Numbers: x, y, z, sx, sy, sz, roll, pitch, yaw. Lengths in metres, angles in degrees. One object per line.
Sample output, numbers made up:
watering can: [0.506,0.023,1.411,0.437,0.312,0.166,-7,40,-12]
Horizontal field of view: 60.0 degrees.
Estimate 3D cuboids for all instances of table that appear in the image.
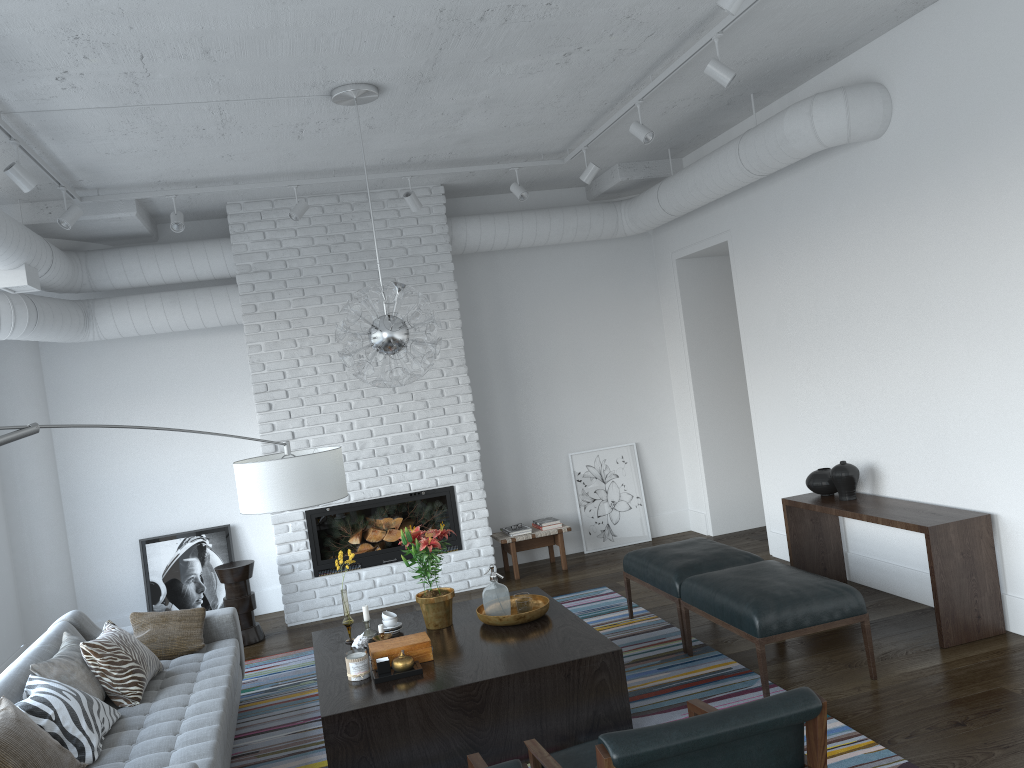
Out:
table: [0.177,1.391,7.406,0.605,0.345,0.405,-8,1,-14]
table: [-1.967,1.581,6.411,0.282,0.558,0.281,-9,1,-35]
table: [2.136,1.008,5.142,0.375,0.617,1.362,-8,1,-14]
table: [-0.283,1.459,4.392,1.306,0.394,1.362,-8,1,-14]

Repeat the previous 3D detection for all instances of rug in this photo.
rug: [-0.158,1.646,4.382,2.735,0.012,3.760,-8,1,-14]

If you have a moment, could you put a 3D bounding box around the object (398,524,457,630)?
object: [-0.430,0.997,4.617,0.275,0.558,0.284,-7,1,38]

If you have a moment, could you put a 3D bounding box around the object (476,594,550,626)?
object: [0.008,1.181,4.608,0.383,0.068,0.383,-7,1,28]

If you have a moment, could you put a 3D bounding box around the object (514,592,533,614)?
object: [0.061,1.159,4.640,0.085,0.089,0.195,-8,1,-5]

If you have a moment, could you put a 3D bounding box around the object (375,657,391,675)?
object: [-0.576,1.261,3.970,0.058,0.055,0.058,-8,1,-14]

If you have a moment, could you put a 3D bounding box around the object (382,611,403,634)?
object: [-0.639,1.248,4.653,0.121,0.113,0.124,-8,1,5]

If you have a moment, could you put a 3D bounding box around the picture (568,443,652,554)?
picture: [0.873,1.009,7.890,0.637,0.884,0.093,-8,1,-14]

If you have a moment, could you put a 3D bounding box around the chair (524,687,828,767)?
chair: [0.476,1.235,2.811,0.678,0.698,0.983,-8,1,-14]

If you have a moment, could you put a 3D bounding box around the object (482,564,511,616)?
object: [-0.087,1.082,4.622,0.143,0.288,0.143,-9,1,-43]

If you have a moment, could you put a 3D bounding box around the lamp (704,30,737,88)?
lamp: [0.996,-1.569,4.277,0.154,0.285,0.100,-8,1,9]

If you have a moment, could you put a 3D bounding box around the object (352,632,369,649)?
object: [-0.768,1.293,4.478,0.069,0.078,0.124,-8,1,-32]

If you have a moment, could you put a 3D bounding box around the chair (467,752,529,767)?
chair: [-0.332,1.350,2.603,0.678,0.698,0.983,-8,1,-14]

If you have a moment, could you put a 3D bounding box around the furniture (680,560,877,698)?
furniture: [1.308,1.204,4.504,0.583,0.476,0.827,-8,1,-14]

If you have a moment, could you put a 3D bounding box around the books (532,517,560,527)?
books: [0.289,1.158,7.461,0.173,0.025,0.238,-8,1,-16]

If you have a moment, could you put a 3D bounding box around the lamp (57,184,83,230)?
lamp: [-2.678,-1.074,5.356,0.087,0.285,0.154,-7,1,35]

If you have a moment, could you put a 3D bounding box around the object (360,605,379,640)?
object: [-0.757,1.236,4.628,0.098,0.174,0.098,-8,1,-20]

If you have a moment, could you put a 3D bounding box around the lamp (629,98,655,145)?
lamp: [0.756,-1.550,5.232,0.094,0.285,0.154,-9,1,-41]

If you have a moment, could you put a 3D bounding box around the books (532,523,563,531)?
books: [0.296,1.186,7.454,0.185,0.032,0.267,-8,1,-16]

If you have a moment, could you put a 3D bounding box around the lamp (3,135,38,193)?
lamp: [-2.444,-1.092,4.396,0.087,0.285,0.154,-7,1,30]

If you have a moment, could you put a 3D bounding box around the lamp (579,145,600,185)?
lamp: [0.529,-1.532,6.163,0.154,0.285,0.104,-8,1,26]

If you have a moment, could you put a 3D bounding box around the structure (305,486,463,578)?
structure: [-1.045,1.172,7.165,1.168,0.578,0.675,-8,1,-14]

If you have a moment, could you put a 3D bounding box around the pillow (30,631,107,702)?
pillow: [-2.031,1.370,4.174,0.254,0.318,0.663,-8,1,-14]

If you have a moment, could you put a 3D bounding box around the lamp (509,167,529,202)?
lamp: [0.043,-1.469,6.472,0.093,0.285,0.154,-9,1,-36]

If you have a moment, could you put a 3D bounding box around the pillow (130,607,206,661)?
pillow: [-1.904,1.375,4.871,0.427,0.261,0.236,-8,1,-13]

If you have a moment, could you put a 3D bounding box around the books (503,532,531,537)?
books: [0.042,1.234,7.375,0.172,0.011,0.273,-8,1,-15]

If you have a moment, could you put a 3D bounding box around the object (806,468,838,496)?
object: [1.997,0.623,5.645,0.245,0.168,0.245,-8,1,-23]

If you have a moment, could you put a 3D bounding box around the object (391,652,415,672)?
object: [-0.490,1.238,3.972,0.103,0.077,0.103,-9,1,-42]

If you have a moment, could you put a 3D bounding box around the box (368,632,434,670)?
box: [-0.520,1.250,4.139,0.294,0.093,0.169,-8,1,-14]

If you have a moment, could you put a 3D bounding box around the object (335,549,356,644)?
object: [-0.838,1.097,4.589,0.121,0.470,0.120,-8,1,1]

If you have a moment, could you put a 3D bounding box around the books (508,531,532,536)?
books: [0.040,1.223,7.364,0.171,0.011,0.306,-8,1,-15]

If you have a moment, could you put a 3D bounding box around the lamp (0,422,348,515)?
lamp: [-1.117,0.927,2.802,0.432,1.738,2.162,-8,1,20]

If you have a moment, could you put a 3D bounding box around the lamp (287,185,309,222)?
lamp: [-1.473,-1.252,6.086,0.090,0.285,0.154,-7,1,44]

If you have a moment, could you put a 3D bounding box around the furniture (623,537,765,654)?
furniture: [1.098,1.220,5.329,0.584,0.478,0.828,-8,1,-14]

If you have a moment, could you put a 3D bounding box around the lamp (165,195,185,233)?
lamp: [-2.236,-1.143,5.887,0.095,0.285,0.154,-8,1,-16]

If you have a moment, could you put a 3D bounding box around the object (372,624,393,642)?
object: [-0.660,1.263,4.491,0.102,0.098,0.102,-8,1,25]

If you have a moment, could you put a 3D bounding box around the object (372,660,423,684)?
object: [-0.514,1.287,3.964,0.214,0.023,0.130,-8,1,-14]

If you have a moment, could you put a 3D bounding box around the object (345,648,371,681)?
object: [-0.692,1.265,3.996,0.106,0.116,0.117,-9,1,-35]

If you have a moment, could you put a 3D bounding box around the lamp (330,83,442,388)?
lamp: [-0.710,-0.749,4.608,0.552,1.546,0.552,-8,1,-27]

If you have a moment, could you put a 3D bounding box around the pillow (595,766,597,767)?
pillow: [0.512,1.185,2.619,0.612,0.293,0.246,-8,1,-14]

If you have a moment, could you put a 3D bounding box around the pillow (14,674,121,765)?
pillow: [-1.845,1.376,3.635,0.346,0.283,0.578,-8,1,-14]

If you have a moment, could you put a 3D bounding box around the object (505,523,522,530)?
object: [0.012,1.185,7.377,0.093,0.038,0.134,-7,1,42]

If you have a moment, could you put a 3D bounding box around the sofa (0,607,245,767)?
sofa: [-1.757,1.536,3.901,0.991,0.684,2.541,-8,1,-14]

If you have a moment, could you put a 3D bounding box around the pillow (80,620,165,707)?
pillow: [-1.889,1.324,4.283,0.271,0.340,0.576,-8,1,-10]

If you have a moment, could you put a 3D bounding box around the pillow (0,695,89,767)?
pillow: [-1.760,1.340,3.110,0.298,0.338,0.597,-8,1,-5]

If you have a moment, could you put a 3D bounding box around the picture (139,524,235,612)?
picture: [-2.521,1.550,6.969,0.686,0.775,0.130,-8,1,-14]

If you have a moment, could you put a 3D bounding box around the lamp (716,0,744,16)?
lamp: [0.831,-1.532,3.329,0.154,0.285,0.088,-7,1,31]

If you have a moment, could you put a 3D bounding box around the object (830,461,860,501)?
object: [2.037,0.587,5.417,0.171,0.236,0.171,-8,1,-9]

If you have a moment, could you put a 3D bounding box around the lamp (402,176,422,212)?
lamp: [-0.717,-1.361,6.280,0.097,0.285,0.154,-8,1,26]

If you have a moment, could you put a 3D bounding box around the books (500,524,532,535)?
books: [0.034,1.209,7.373,0.202,0.019,0.280,-8,1,-16]
